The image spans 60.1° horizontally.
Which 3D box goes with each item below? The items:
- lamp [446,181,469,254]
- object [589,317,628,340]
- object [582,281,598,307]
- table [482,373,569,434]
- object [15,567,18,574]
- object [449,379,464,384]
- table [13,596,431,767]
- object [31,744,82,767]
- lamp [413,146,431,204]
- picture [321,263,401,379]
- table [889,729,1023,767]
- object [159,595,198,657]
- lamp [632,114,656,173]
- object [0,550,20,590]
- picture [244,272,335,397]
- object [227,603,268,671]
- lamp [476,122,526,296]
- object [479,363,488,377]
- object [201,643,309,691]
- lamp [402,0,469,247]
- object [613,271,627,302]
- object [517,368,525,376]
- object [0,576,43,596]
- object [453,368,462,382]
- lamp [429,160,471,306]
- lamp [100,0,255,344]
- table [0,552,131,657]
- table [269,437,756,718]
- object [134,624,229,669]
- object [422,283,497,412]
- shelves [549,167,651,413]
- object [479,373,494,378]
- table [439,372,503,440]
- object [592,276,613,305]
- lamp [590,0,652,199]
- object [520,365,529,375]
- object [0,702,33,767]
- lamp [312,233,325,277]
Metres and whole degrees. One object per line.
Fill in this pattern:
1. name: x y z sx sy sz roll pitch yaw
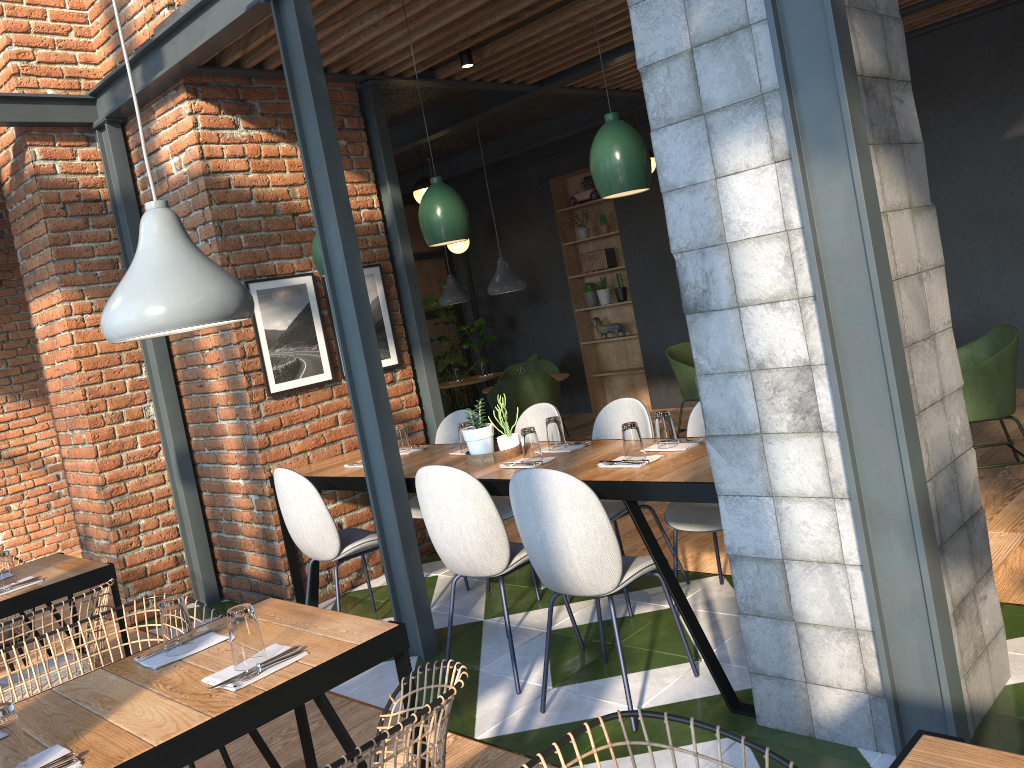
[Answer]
1. lamp: -0.959 -3.375 10.217 0.268 3.786 0.269 -11 3 -1
2. object: 1.083 -0.640 9.935 0.520 0.257 0.151 -6 6 45
3. object: 0.896 -1.024 10.065 0.189 0.294 0.174 -10 4 20
4. table: 0.185 0.323 8.060 0.807 0.685 0.809 -11 4 -3
5. object: -2.189 0.812 3.708 0.157 0.019 0.244 -5 8 46
6. object: -0.605 -0.033 9.611 0.157 0.019 0.243 -11 5 0
7. table: -0.869 1.089 2.012 0.656 0.704 1.279 -7 6 45
8. object: -0.976 0.768 1.720 0.244 0.019 0.157 -16 7 -42
9. lamp: -1.115 -3.511 8.148 0.267 3.786 0.270 -10 3 25
10. picture: -0.889 -0.378 5.232 0.015 0.630 0.432 -8 4 45
11. table: 0.461 0.963 0.656 0.656 0.704 1.279 -7 6 45
12. object: -0.874 0.626 2.306 0.080 0.138 0.080 -10 4 21
13. lamp: 0.866 -3.766 8.099 0.267 3.786 0.269 -10 3 17
14. object: -1.991 0.728 3.478 0.080 0.138 0.080 -10 4 19
15. picture: -1.221 -0.282 4.895 0.015 0.630 0.432 -8 4 45
16. object: -0.635 0.599 2.107 0.080 0.138 0.080 -14 4 -42
17. lamp: -0.460 -3.026 7.891 0.353 4.480 0.353 -11 3 -9
18. object: -0.312 -0.156 9.610 0.080 0.138 0.080 -13 4 -37
19. object: -0.614 0.664 2.085 0.157 0.019 0.244 -6 7 44
20. lamp: -0.475 -1.623 3.941 0.225 2.017 0.223 -13 4 -41
21. object: 1.183 -1.074 9.717 0.144 0.349 0.143 -12 3 -27
22. object: 0.086 -0.070 7.896 0.080 0.138 0.080 -11 3 -7
23. object: -1.971 0.794 3.456 0.157 0.019 0.244 -5 8 46
24. object: -0.594 -0.101 9.595 0.080 0.138 0.080 -9 4 23
25. lamp: -1.029 -3.066 9.459 0.353 4.480 0.353 -11 3 -9
26. lamp: -1.217 -2.326 2.039 0.352 4.480 0.354 -11 3 7
27. table: -2.209 1.216 3.377 0.656 0.704 1.279 -7 6 45
28. table: -0.032 0.711 3.987 2.764 0.764 0.662 -6 6 45
29. object: -0.862 0.687 2.340 0.244 0.019 0.157 -16 7 -42
30. object: -0.610 -0.311 10.395 1.062 1.791 0.720 -13 4 -34
31. shelves: 1.066 -1.044 9.911 0.286 2.700 0.833 -13 4 -44
32. object: -0.276 -0.094 9.592 0.157 0.019 0.243 -11 5 0
33. table: -0.400 0.289 9.602 0.805 0.685 0.812 -7 6 46
34. object: 1.017 -1.047 9.886 0.214 0.329 0.232 -14 4 -39
35. lamp: 0.230 -1.690 3.222 0.225 2.017 0.223 -13 4 -41
36. object: 0.118 -0.103 8.182 0.080 0.138 0.080 -11 3 -7
37. object: -0.999 0.703 1.739 0.080 0.138 0.080 -10 4 21
38. lamp: -1.096 -1.565 4.574 0.225 2.017 0.223 -13 4 -41
